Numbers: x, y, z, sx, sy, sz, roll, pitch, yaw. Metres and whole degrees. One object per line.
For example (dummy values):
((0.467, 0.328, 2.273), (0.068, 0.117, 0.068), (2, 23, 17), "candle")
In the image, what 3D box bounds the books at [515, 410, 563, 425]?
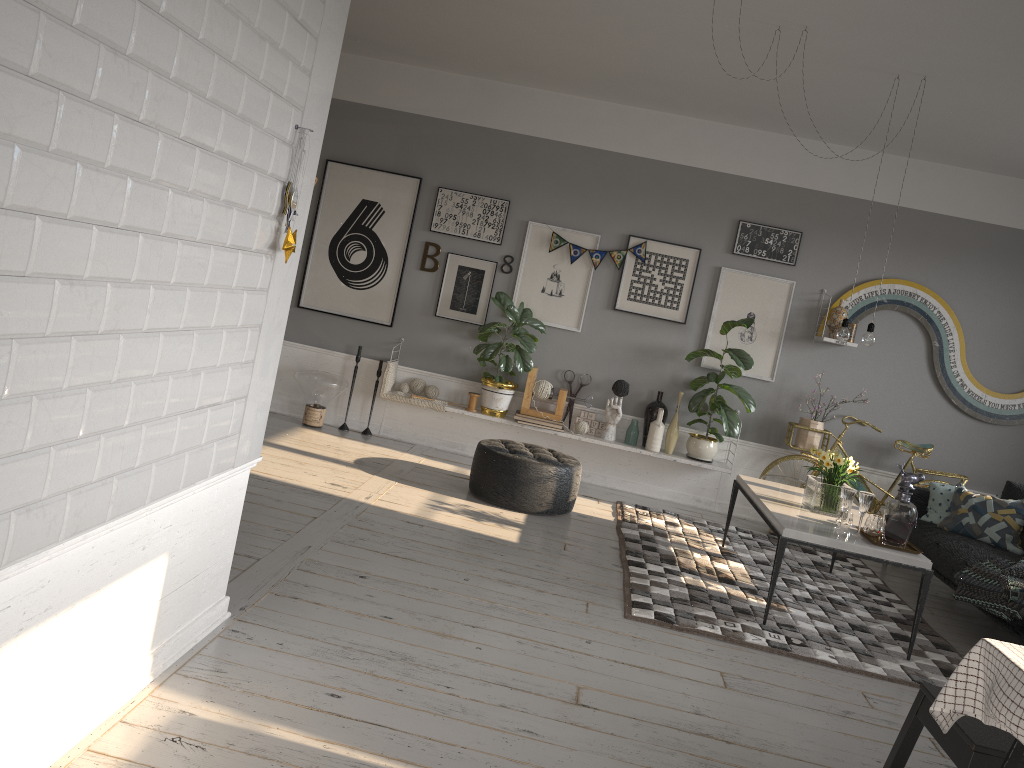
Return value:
((0.216, 0.261, 6.943), (0.379, 0.017, 0.230), (12, 6, 2), "books")

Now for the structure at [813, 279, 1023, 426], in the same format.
((3.338, -0.245, 6.674), (2.024, 0.953, 0.267), (12, 2, 5), "structure")

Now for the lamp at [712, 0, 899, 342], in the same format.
((1.445, -1.084, 4.721), (1.389, 1.532, 0.075), (10, 2, -26), "lamp")

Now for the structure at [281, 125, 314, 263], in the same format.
((-0.708, -0.612, 2.867), (0.078, 0.446, 0.134), (11, 2, -8), "structure")

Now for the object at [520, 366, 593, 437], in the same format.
((0.366, 0.133, 6.921), (0.546, 0.439, 0.239), (12, 3, 5), "object")

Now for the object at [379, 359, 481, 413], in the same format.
((-0.626, 0.041, 7.018), (0.786, 0.306, 0.329), (12, 4, 6), "object")

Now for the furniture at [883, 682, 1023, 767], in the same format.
((1.914, 1.299, 2.415), (1.671, 0.454, 0.467), (12, 4, 5), "furniture")

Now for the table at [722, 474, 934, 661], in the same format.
((1.683, 0.964, 4.987), (0.733, 0.509, 1.460), (12, 5, 5), "table")

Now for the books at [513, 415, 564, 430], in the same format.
((0.213, 0.285, 6.933), (0.384, 0.029, 0.261), (12, 6, 6), "books")

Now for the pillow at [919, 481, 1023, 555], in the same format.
((3.116, 0.849, 5.887), (0.442, 0.361, 0.804), (11, 5, -13), "pillow")

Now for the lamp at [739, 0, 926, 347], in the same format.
((1.561, -1.053, 4.649), (1.389, 1.532, 0.075), (10, 2, -26), "lamp")

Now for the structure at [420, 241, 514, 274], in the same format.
((-0.360, -0.975, 7.153), (0.740, 0.262, 0.024), (12, 2, 5), "structure")

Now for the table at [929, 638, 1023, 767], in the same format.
((1.902, 1.208, 1.622), (2.027, 0.782, 0.934), (12, 4, 5), "table")

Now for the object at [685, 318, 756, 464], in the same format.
((1.586, 0.035, 6.771), (0.572, 1.147, 0.413), (14, 3, 44), "object")

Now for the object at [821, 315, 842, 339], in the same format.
((2.411, -0.426, 6.682), (0.198, 0.165, 0.060), (15, 4, 38), "object")

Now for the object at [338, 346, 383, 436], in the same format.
((-1.195, 0.045, 7.136), (0.279, 0.699, 0.092), (12, 2, -3), "object")

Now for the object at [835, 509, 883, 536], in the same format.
((1.857, 0.738, 4.591), (0.278, 0.087, 0.248), (10, 6, -17), "object")

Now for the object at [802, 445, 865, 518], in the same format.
((1.795, 0.548, 4.964), (0.325, 0.350, 0.352), (12, 4, 7), "object")

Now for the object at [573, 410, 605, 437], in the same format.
((0.629, 0.311, 7.009), (0.265, 0.173, 0.078), (13, 3, 11), "object")

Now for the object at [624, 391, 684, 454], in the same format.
((1.110, 0.266, 6.853), (0.284, 0.487, 0.334), (10, 4, -35), "object")

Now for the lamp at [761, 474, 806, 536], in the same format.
((2.024, 0.910, 6.542), (0.436, 0.436, 0.430), (14, 5, 35), "lamp")

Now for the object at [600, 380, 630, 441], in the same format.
((0.804, 0.202, 6.897), (0.155, 0.482, 0.136), (12, 2, 4), "object")

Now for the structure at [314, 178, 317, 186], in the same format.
((-0.941, -0.974, 3.238), (0.496, 0.773, 0.185), (12, 2, 5), "structure")

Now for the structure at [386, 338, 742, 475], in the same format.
((0.381, 0.162, 6.950), (2.779, 0.485, 0.308), (12, 3, 5), "structure")

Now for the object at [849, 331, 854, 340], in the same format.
((2.578, -0.360, 6.760), (0.062, 0.081, 0.063), (11, 4, -19), "object")

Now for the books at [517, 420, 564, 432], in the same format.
((0.220, 0.310, 6.937), (0.368, 0.021, 0.297), (12, 6, -1), "books")

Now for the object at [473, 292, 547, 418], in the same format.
((-0.050, -0.222, 6.895), (0.509, 0.961, 0.548), (11, 3, -10), "object")

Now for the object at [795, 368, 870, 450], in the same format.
((2.416, 0.220, 6.680), (0.490, 0.639, 0.253), (13, 3, 23), "object")

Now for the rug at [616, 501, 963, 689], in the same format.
((1.503, 1.147, 5.233), (1.772, 0.034, 2.534), (12, 6, 5), "rug")

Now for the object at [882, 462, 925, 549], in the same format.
((1.944, 0.602, 4.398), (0.156, 0.416, 0.148), (13, 3, 24), "object")

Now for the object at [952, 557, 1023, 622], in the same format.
((2.726, 1.096, 4.694), (0.490, 0.328, 0.669), (12, 5, 0), "object")

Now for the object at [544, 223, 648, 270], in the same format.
((0.652, -1.074, 7.027), (0.915, 0.339, 0.057), (12, 2, 5), "object")

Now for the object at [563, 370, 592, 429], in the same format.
((0.486, 0.131, 7.056), (0.222, 0.462, 0.019), (12, 2, 5), "object")

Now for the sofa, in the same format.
((3.073, 1.085, 5.270), (0.971, 0.795, 2.348), (12, 5, 4), "sofa")

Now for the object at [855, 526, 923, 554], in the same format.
((1.899, 0.791, 4.469), (0.247, 0.015, 0.319), (12, 6, 5), "object")

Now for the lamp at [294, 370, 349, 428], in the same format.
((-1.545, 0.119, 7.028), (0.435, 0.436, 0.431), (14, 4, 27), "lamp")

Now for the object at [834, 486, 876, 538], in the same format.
((1.725, 0.649, 4.472), (0.168, 0.226, 0.082), (13, 3, 16), "object")

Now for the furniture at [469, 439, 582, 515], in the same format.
((0.090, 0.612, 5.950), (0.734, 0.356, 0.739), (11, 5, -8), "furniture")

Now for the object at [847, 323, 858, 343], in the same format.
((2.553, -0.386, 6.684), (0.086, 0.139, 0.086), (12, 3, -3), "object")

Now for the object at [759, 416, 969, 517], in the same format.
((2.713, 0.770, 6.681), (1.624, 0.967, 0.428), (11, 3, -4), "object")

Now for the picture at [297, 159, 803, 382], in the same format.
((-1.588, -1.142, 5.236), (7.301, 1.790, 4.051), (12, 5, 5), "picture")
